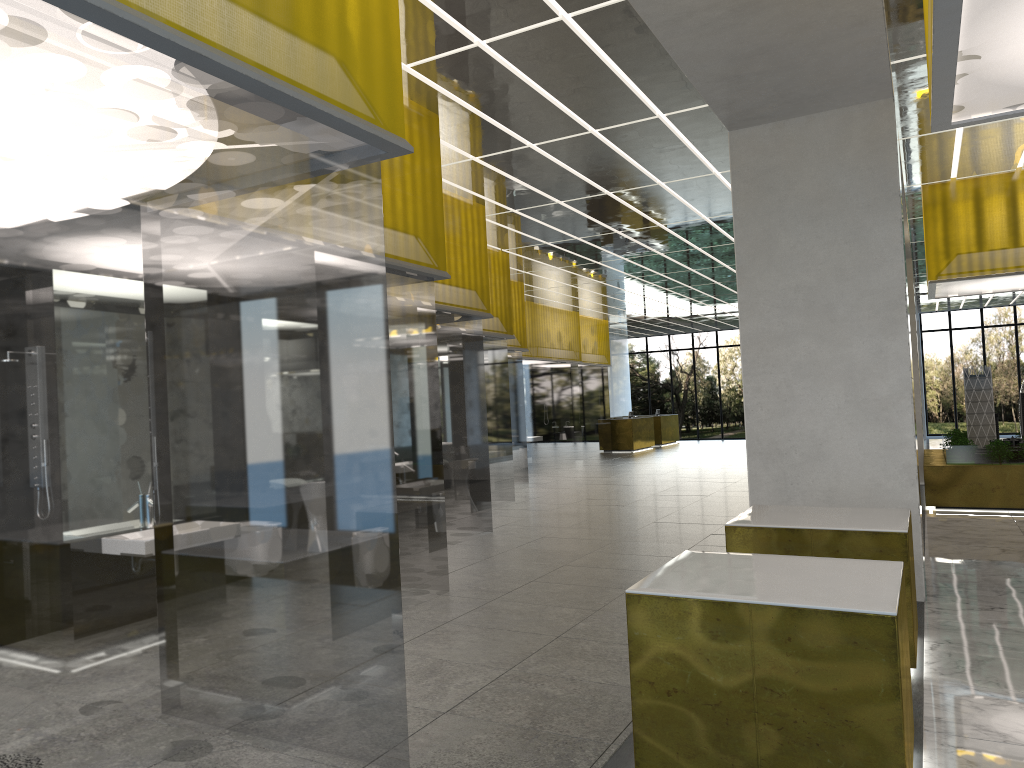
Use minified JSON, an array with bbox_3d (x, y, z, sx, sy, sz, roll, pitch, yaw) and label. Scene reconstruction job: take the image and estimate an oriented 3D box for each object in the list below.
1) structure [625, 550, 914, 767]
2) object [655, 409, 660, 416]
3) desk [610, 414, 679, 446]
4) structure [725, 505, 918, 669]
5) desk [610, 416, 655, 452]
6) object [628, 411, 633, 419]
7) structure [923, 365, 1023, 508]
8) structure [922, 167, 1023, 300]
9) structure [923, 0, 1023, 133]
[{"bbox_3d":[1.587,1.735,5.119,1.436,1.173,1.372,-3,-2,29],"label":"structure"},{"bbox_3d":[7.447,1.655,44.141,0.579,0.667,0.713,-3,-2,28],"label":"object"},{"bbox_3d":[6.674,2.420,44.603,3.384,1.508,3.309,-3,-2,29],"label":"desk"},{"bbox_3d":[2.759,1.751,7.532,1.436,1.173,1.372,-3,-2,29],"label":"structure"},{"bbox_3d":[4.690,2.393,40.519,3.384,1.508,3.309,-3,-2,29],"label":"desk"},{"bbox_3d":[5.446,1.627,40.021,0.579,0.667,0.712,-3,-2,28],"label":"object"},{"bbox_3d":[10.309,0.875,16.782,4.072,2.571,4.892,-3,-2,28],"label":"structure"},{"bbox_3d":[9.535,-3.008,15.810,3.425,2.269,3.082,-3,-2,29],"label":"structure"},{"bbox_3d":[3.828,-3.088,4.059,3.424,2.269,3.082,-3,-2,29],"label":"structure"}]
